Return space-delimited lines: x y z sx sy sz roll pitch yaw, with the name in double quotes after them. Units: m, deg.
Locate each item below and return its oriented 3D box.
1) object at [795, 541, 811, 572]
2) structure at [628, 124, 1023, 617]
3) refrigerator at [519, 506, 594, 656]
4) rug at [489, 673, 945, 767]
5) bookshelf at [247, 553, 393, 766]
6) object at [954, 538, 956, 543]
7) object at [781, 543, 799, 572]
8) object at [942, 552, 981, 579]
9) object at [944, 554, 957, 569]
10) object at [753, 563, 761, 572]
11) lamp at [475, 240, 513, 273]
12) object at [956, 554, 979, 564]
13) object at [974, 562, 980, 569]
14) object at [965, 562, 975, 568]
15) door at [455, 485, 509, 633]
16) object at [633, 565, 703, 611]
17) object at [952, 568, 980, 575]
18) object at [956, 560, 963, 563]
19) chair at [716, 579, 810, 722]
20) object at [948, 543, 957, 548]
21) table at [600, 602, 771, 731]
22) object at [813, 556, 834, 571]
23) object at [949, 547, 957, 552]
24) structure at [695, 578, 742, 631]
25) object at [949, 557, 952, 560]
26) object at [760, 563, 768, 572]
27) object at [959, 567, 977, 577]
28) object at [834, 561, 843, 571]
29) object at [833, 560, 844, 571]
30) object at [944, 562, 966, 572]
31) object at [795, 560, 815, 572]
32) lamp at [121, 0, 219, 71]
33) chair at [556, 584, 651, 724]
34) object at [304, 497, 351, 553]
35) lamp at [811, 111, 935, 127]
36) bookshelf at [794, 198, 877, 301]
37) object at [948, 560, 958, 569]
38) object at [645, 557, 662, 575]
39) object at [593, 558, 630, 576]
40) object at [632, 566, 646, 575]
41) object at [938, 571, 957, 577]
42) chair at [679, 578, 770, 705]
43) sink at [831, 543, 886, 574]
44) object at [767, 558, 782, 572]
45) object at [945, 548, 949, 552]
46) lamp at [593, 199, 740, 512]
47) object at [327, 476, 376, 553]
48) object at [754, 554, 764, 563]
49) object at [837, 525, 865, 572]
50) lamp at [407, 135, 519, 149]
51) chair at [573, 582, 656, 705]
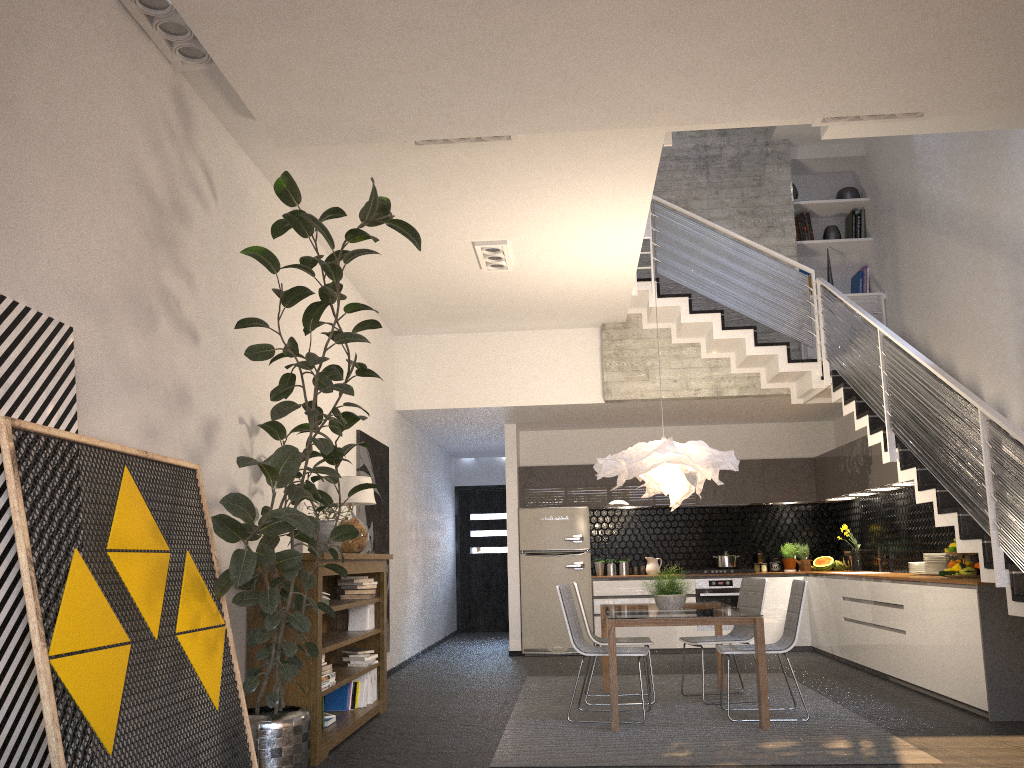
3.511 2.070 10.687 0.170 0.376 0.185 -9 -12 40 "object"
1.641 -1.525 8.036 4.234 8.241 8.533 -2 -10 4 "structure"
0.531 2.350 10.609 0.829 1.697 0.776 -2 -9 4 "refrigerator"
1.193 2.373 6.489 2.371 0.006 3.718 -2 -11 4 "rug"
-1.208 1.727 5.906 0.451 1.162 1.936 -2 -10 4 "bookshelf"
3.395 1.214 6.755 0.057 0.081 0.182 -7 -12 32 "object"
3.372 2.092 10.714 0.245 0.351 0.236 -3 -9 8 "object"
3.414 1.257 6.706 0.352 0.422 0.355 -1 -10 -2 "object"
3.659 1.490 7.289 0.172 0.183 0.173 6 -12 -36 "object"
2.977 2.236 10.774 0.083 0.112 0.083 -2 -9 4 "object"
-0.140 -1.041 7.160 0.253 0.065 0.650 -2 -11 4 "lamp"
3.662 1.454 7.108 0.172 0.183 0.173 2 -10 -19 "object"
3.541 1.387 6.670 0.111 0.110 0.114 2 -10 -20 "object"
3.477 1.389 6.727 0.088 0.078 0.089 -9 -13 38 "object"
-0.331 2.749 13.956 1.108 2.297 0.161 -2 -8 4 "door"
1.162 1.513 6.620 0.531 0.364 0.674 -1 -11 -1 "object"
3.406 1.417 6.626 0.229 0.075 0.070 0 -10 -5 "object"
3.416 1.374 6.791 0.059 0.055 0.128 -2 -11 5 "object"
1.744 1.830 6.138 0.601 0.912 0.479 -2 -9 7 "chair"
3.368 1.237 6.735 0.068 0.057 0.071 -2 -10 3 "object"
1.190 2.029 6.556 0.997 0.708 1.815 -2 -11 4 "table"
3.682 2.125 10.466 0.236 0.173 0.219 -8 -12 32 "object"
3.325 1.252 6.673 0.060 0.054 0.059 -9 -13 37 "object"
2.443 2.594 10.479 0.587 0.584 0.589 -2 -10 4 "structure"
3.429 1.385 6.814 0.126 0.119 0.061 -9 -11 36 "object"
3.064 2.232 10.765 0.083 0.112 0.083 -4 -10 14 "object"
3.374 1.396 6.579 0.152 0.072 0.077 -11 -14 41 "object"
3.928 2.186 10.664 0.132 0.118 0.205 -6 -11 24 "object"
3.898 2.149 10.492 0.149 0.126 0.225 -11 -14 43 "object"
3.344 1.385 6.692 0.155 0.076 0.079 -10 -13 38 "object"
3.499 2.167 10.561 0.210 0.139 0.125 -9 -12 37 "object"
-1.535 -1.634 4.020 0.253 0.065 0.650 -2 -11 4 "lamp"
0.645 1.874 6.226 0.602 0.912 0.478 -4 -9 13 "chair"
-1.289 0.964 6.079 0.386 0.409 0.277 2 -10 -18 "object"
2.023 -1.539 4.918 0.645 0.065 0.255 -2 -11 4 "lamp"
3.358 -1.387 9.635 0.973 1.098 0.446 -2 -9 4 "bookshelf"
3.358 1.380 6.722 0.087 0.092 0.086 -3 -10 8 "object"
1.732 2.228 10.837 0.190 0.213 0.173 -4 -10 17 "object"
1.221 2.243 10.868 0.482 0.219 0.174 -2 -9 1 "object"
1.560 2.290 10.875 0.160 0.110 0.078 -3 -9 9 "object"
3.334 1.432 6.692 0.239 0.048 0.062 2 -11 -15 "object"
1.656 1.981 6.887 0.601 0.912 0.479 0 -9 -10 "chair"
3.642 1.896 9.278 0.490 0.445 0.730 -2 -10 4 "sink"
3.185 2.197 10.755 0.141 0.172 0.142 -2 -10 4 "object"
3.311 1.266 6.726 0.048 0.041 0.045 6 -12 -35 "object"
1.106 -1.596 7.067 1.118 5.170 1.069 -4 -9 15 "lamp"
-1.223 1.000 6.701 0.390 0.577 0.392 3 -10 -27 "object"
3.007 2.123 10.776 0.083 0.112 0.083 1 -10 -16 "object"
3.864 1.859 10.057 0.257 0.538 0.430 -6 -10 27 "object"
-0.292 -1.453 5.075 0.645 0.065 0.255 -2 -11 4 "lamp"
0.792 2.014 6.945 0.601 0.912 0.479 -2 -9 4 "chair"
